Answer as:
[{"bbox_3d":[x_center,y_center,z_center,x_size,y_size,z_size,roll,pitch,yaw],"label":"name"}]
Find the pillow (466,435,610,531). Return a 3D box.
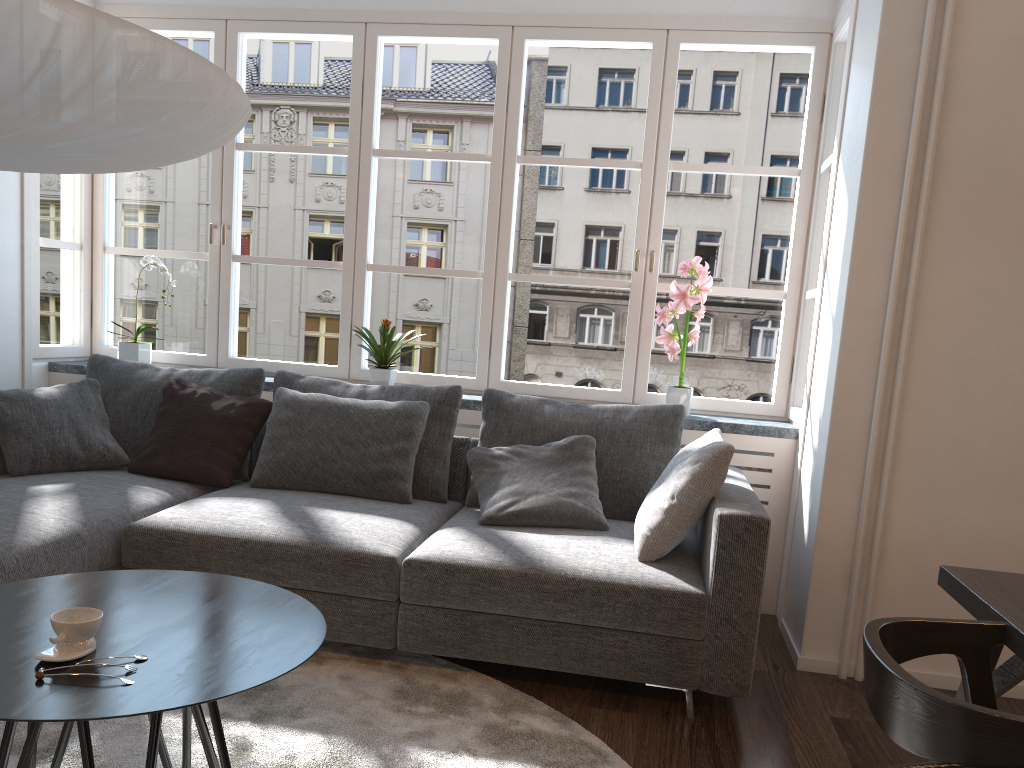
[{"bbox_3d":[0.090,0.352,3.328,0.492,0.324,0.440,3,5,-9],"label":"pillow"}]

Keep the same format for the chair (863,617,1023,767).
[{"bbox_3d":[0.817,0.790,1.453,0.519,0.677,0.588,5,6,8],"label":"chair"}]

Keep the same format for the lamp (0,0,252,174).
[{"bbox_3d":[-1.347,-0.636,1.964,1.468,0.212,1.460,0,5,-44],"label":"lamp"}]

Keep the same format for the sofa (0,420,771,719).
[{"bbox_3d":[-0.760,0.577,2.866,3.064,0.678,2.025,5,4,9],"label":"sofa"}]

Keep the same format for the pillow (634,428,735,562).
[{"bbox_3d":[0.575,0.367,3.027,0.286,0.418,0.490,5,6,8],"label":"pillow"}]

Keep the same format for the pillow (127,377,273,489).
[{"bbox_3d":[-1.279,0.194,3.621,0.520,0.407,0.308,5,7,11],"label":"pillow"}]

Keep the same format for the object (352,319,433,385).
[{"bbox_3d":[-0.565,-0.138,4.084,0.376,0.331,0.319,3,6,-16],"label":"object"}]

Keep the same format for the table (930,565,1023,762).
[{"bbox_3d":[1.285,0.866,0.772,1.105,0.685,2.483,5,4,9],"label":"table"}]

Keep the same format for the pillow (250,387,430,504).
[{"bbox_3d":[-0.683,0.243,3.553,0.666,0.401,0.290,5,7,9],"label":"pillow"}]

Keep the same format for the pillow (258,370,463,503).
[{"bbox_3d":[-0.644,0.211,3.686,0.838,0.479,0.274,5,7,9],"label":"pillow"}]

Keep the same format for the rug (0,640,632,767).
[{"bbox_3d":[-0.992,0.963,1.812,2.839,0.012,2.813,4,4,-11],"label":"rug"}]

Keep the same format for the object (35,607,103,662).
[{"bbox_3d":[-0.840,0.476,1.669,0.091,0.070,0.138,6,5,21],"label":"object"}]

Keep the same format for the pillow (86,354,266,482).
[{"bbox_3d":[-1.502,0.140,3.810,0.835,0.482,0.273,5,7,9],"label":"pillow"}]

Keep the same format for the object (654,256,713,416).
[{"bbox_3d":[0.739,-0.208,3.869,0.201,0.697,0.294,3,8,-12],"label":"object"}]

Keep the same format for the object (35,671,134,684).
[{"bbox_3d":[-0.753,0.517,1.557,0.168,0.015,0.014,4,6,-4],"label":"object"}]

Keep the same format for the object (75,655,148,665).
[{"bbox_3d":[-0.747,0.514,1.652,0.124,0.010,0.025,3,5,-25],"label":"object"}]

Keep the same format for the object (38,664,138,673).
[{"bbox_3d":[-0.765,0.513,1.598,0.164,0.016,0.025,3,5,-16],"label":"object"}]

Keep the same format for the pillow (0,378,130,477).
[{"bbox_3d":[-1.851,0.167,3.567,0.515,0.363,0.344,0,8,-41],"label":"pillow"}]

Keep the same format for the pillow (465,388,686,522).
[{"bbox_3d":[0.253,0.291,3.536,0.835,0.481,0.273,5,7,9],"label":"pillow"}]

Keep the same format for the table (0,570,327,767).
[{"bbox_3d":[-0.831,0.738,1.855,0.846,0.477,0.841,5,5,11],"label":"table"}]
